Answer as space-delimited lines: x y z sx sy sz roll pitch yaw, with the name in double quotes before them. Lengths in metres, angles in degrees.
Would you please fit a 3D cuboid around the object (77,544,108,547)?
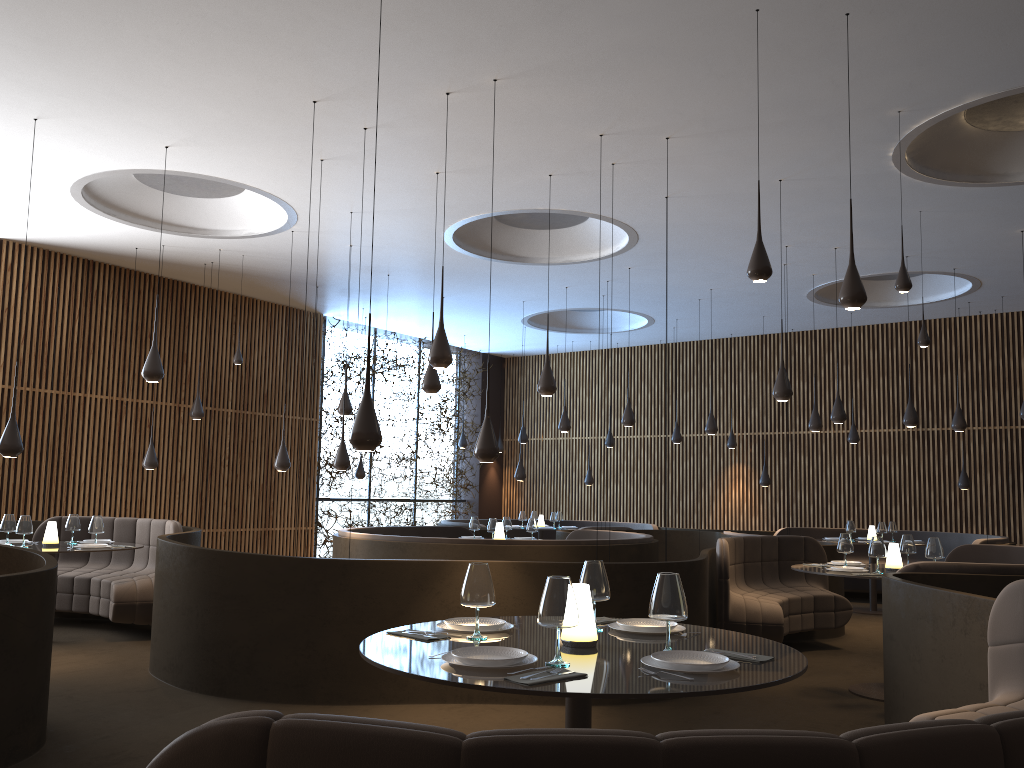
"object" -3.962 1.530 8.376 0.263 0.029 0.264 0 -7 12

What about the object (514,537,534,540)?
"object" 0.162 2.000 11.460 0.263 0.029 0.264 -3 -8 30

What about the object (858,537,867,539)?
"object" 5.441 2.371 13.582 0.263 0.029 0.264 4 -8 -19

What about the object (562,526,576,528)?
"object" 1.040 2.612 16.178 0.263 0.029 0.264 -2 -8 23

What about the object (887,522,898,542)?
"object" 5.711 2.214 13.307 0.142 0.294 0.142 3 -6 -18

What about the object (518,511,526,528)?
"object" 0.188 2.430 15.886 0.142 0.294 0.142 -2 -7 30

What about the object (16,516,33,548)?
"object" -4.527 1.372 8.229 0.142 0.294 0.142 -3 -7 32

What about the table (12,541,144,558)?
"table" -4.468 2.071 8.511 1.673 1.021 1.676 -2 -8 27

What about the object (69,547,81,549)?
"object" -3.963 1.540 8.371 0.204 0.012 0.412 -2 -8 24

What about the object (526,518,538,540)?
"object" 0.250 1.811 10.963 0.142 0.294 0.142 0 -6 6

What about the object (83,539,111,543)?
"object" -4.240 1.611 9.064 0.263 0.029 0.264 1 -7 1

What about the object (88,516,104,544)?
"object" -4.037 1.429 8.608 0.142 0.294 0.142 -4 -8 38

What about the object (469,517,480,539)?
"object" -0.475 1.830 11.225 0.142 0.294 0.142 1 -6 2

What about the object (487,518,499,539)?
"object" -0.229 1.763 10.658 0.142 0.294 0.142 1 -6 -3

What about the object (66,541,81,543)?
"object" -4.502 1.641 9.212 0.126 0.017 0.262 -2 -8 26

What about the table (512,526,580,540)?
"table" 0.517 3.121 16.061 1.672 1.021 1.677 2 -7 -4

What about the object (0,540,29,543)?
"object" -4.931 1.560 8.771 0.263 0.029 0.264 1 -7 3

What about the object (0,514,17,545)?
"object" -4.865 1.407 8.560 0.142 0.294 0.142 0 -6 8

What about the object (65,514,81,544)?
"object" -4.455 1.470 8.993 0.142 0.294 0.142 1 -6 3

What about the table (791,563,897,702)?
"table" 3.231 2.091 7.463 1.673 1.021 1.676 4 -7 -20

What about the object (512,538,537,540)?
"object" 0.162 2.009 11.459 0.332 0.014 0.332 6 -9 -37

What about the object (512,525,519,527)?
"object" 0.005 2.571 16.021 0.263 0.029 0.264 4 -8 -19

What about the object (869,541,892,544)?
"object" 5.212 2.248 12.565 0.332 0.014 0.332 4 -8 -23

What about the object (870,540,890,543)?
"object" 5.212 2.239 12.566 0.263 0.029 0.264 -2 -8 25

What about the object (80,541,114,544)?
"object" -4.240 1.620 9.063 0.332 0.014 0.332 -2 -8 26

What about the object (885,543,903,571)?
"object" 3.243 1.467 7.525 0.144 0.231 0.143 0 -6 9

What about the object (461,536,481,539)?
"object" -0.521 1.984 11.441 0.263 0.029 0.264 1 -7 2

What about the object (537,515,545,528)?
"object" 0.529 2.498 16.123 0.142 0.231 0.145 -1 -6 15

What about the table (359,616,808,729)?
"table" 0.249 1.515 3.368 1.674 1.021 1.675 -5 -9 44

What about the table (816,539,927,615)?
"table" 5.305 2.833 13.031 1.672 1.021 1.676 -2 -7 25

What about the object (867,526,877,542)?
"object" 5.317 2.210 13.093 0.142 0.231 0.145 -2 -7 27

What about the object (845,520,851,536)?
"object" 5.147 2.226 13.494 0.142 0.294 0.142 4 -7 -23

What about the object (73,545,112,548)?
"object" -3.962 1.539 8.375 0.332 0.014 0.333 0 -7 6

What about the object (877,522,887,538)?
"object" 5.374 2.154 12.880 0.142 0.294 0.142 4 -7 -27

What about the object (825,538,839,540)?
"object" 4.826 2.322 13.287 0.263 0.029 0.263 -5 -10 42

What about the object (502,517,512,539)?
"object" -0.069 1.868 11.468 0.142 0.294 0.142 5 -7 -33

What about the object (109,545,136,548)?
"object" -3.804 1.582 8.631 0.262 0.017 0.127 -3 -8 28

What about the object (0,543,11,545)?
"object" -4.740 1.482 8.118 0.263 0.029 0.263 -5 -9 38

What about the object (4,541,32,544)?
"object" -4.931 1.570 8.770 0.332 0.014 0.332 7 -9 -38

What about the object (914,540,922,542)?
"object" 5.847 2.300 12.951 0.263 0.029 0.263 -5 -9 39

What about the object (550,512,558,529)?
"object" 0.744 2.426 15.768 0.142 0.294 0.142 -2 -7 28

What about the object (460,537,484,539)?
"object" -0.521 1.993 11.440 0.332 0.014 0.332 -6 -10 43

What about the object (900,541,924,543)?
"object" 5.847 2.309 12.950 0.332 0.014 0.333 -2 -8 20

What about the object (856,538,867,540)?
"object" 5.441 2.381 13.581 0.332 0.014 0.332 3 -7 -16

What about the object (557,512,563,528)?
"object" 0.872 2.502 16.350 0.142 0.294 0.142 2 -6 -11

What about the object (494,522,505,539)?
"object" -0.155 1.847 11.066 0.145 0.231 0.142 6 -8 -39

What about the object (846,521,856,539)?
"object" 4.985 2.165 13.035 0.142 0.294 0.142 -1 -6 23

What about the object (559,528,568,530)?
"object" 0.900 2.550 15.576 0.126 0.017 0.262 2 -7 -4

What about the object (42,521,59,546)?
"object" -4.456 1.448 8.574 0.142 0.231 0.145 5 -7 -33

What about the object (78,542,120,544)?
"object" -4.236 1.622 9.061 0.411 0.012 0.205 -2 -8 22

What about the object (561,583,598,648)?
"object" 0.261 0.892 3.429 0.142 0.231 0.145 0 -6 13

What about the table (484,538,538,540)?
"table" -0.168 2.470 11.004 1.675 1.021 1.674 8 -9 -44

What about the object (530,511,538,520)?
"object" 0.411 2.507 16.461 0.142 0.294 0.142 -3 -7 35
